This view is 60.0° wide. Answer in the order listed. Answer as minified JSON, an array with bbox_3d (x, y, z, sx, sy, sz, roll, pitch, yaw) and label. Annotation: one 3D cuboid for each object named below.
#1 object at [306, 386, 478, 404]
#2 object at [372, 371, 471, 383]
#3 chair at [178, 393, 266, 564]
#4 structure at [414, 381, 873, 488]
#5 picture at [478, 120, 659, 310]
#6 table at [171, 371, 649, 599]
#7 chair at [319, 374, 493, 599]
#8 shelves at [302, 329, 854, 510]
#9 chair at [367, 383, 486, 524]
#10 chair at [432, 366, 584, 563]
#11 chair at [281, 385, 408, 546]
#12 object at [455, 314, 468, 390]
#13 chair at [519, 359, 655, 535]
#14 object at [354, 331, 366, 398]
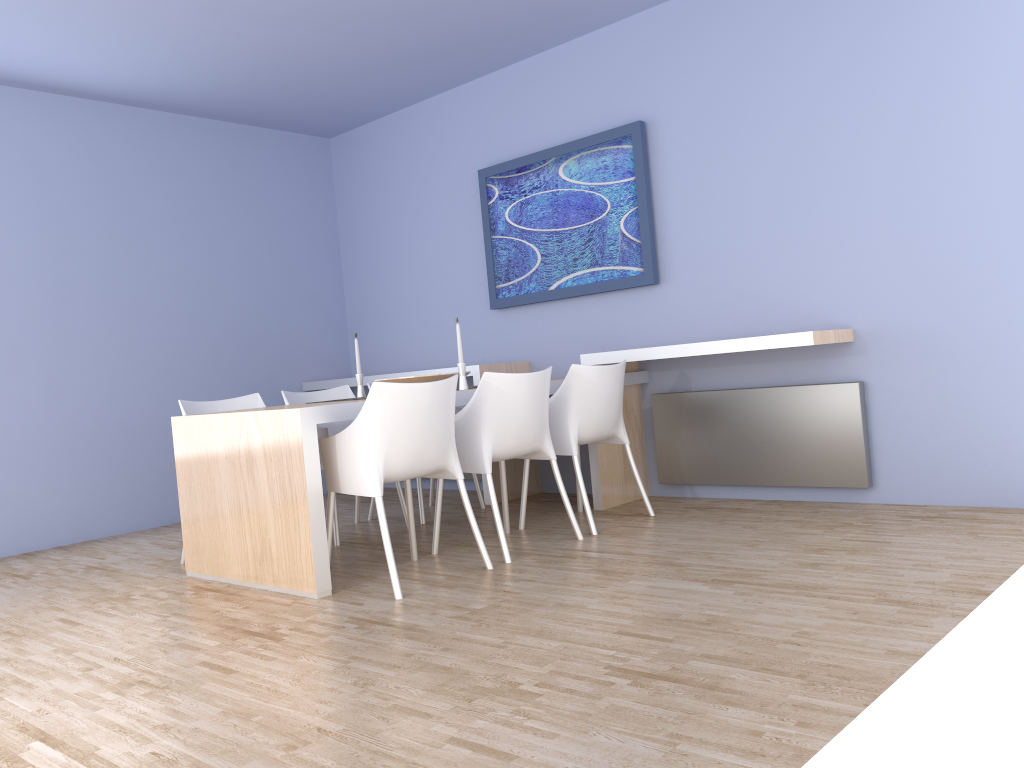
[{"bbox_3d":[-0.444,0.041,4.424,0.594,0.005,0.986,-4,1,42],"label":"object"},{"bbox_3d":[-0.449,-0.001,4.428,0.493,0.081,0.493,-6,1,-29],"label":"object"},{"bbox_3d":[-1.299,0.445,4.317,0.486,0.793,0.510,-4,1,42],"label":"chair"},{"bbox_3d":[0.256,0.349,5.482,3.843,0.503,0.064,-4,1,42],"label":"structure"},{"bbox_3d":[0.297,-0.966,5.319,1.252,0.901,0.049,-4,1,42],"label":"picture"},{"bbox_3d":[-0.347,0.393,4.514,1.002,0.718,2.340,-4,1,42],"label":"table"},{"bbox_3d":[-0.453,0.379,3.545,0.486,0.793,0.510,-4,1,42],"label":"chair"},{"bbox_3d":[0.078,0.281,5.392,3.901,0.840,0.463,-4,1,42],"label":"shelves"},{"bbox_3d":[-0.529,0.364,5.166,0.486,0.793,0.510,-4,1,42],"label":"chair"},{"bbox_3d":[-0.054,0.337,3.985,0.486,0.793,0.510,-4,1,43],"label":"chair"},{"bbox_3d":[-0.914,0.405,4.742,0.486,0.793,0.510,-4,1,42],"label":"chair"},{"bbox_3d":[-0.239,-0.147,4.100,0.045,0.349,0.045,-4,1,42],"label":"object"},{"bbox_3d":[0.339,0.295,4.419,0.486,0.793,0.510,-4,1,42],"label":"chair"},{"bbox_3d":[-0.799,-0.103,4.612,0.045,0.349,0.045,-5,1,-6],"label":"object"}]
